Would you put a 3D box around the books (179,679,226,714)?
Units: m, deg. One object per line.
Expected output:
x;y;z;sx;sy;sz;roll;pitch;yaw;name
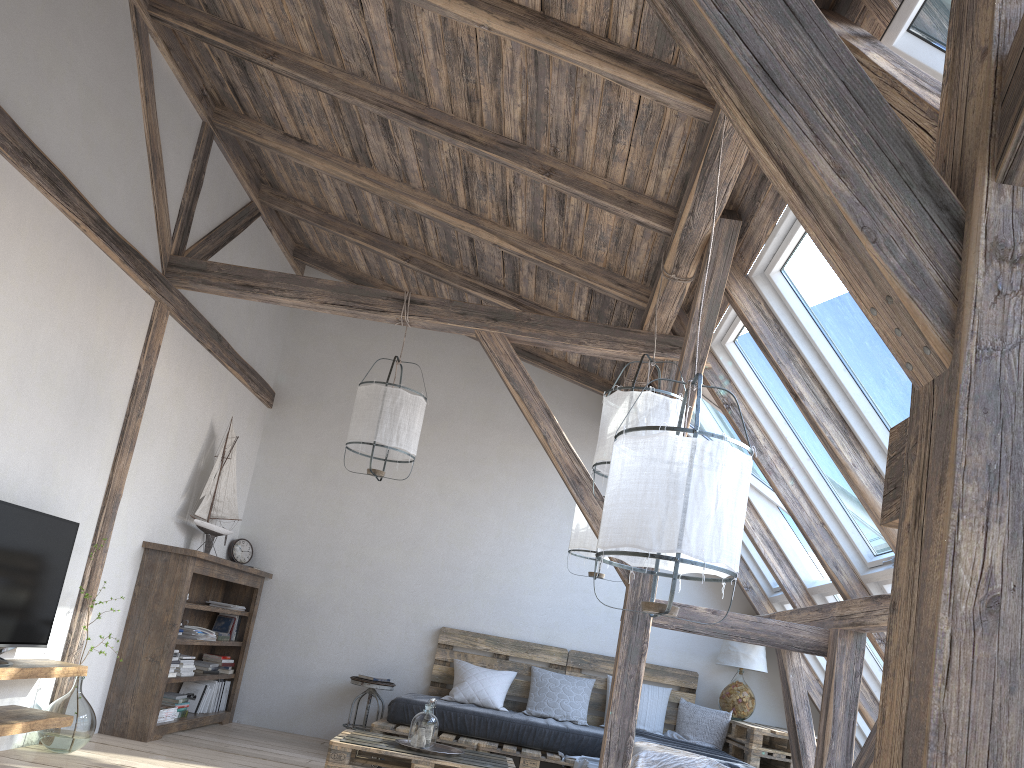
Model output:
-2.276;2.263;6.436;0.201;0.242;0.423;9;-15;4;books

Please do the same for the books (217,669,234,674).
-2.227;2.155;6.642;0.219;0.030;0.166;11;-17;-4;books

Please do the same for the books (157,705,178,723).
-2.290;2.078;5.574;0.237;0.086;0.326;9;-16;3;books

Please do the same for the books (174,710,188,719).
-2.300;2.202;5.904;0.173;0.037;0.229;9;-17;3;books

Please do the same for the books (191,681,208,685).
-2.294;2.242;6.312;0.157;0.201;0.110;10;-12;3;books

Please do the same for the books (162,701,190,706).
-2.300;2.139;5.926;0.173;0.013;0.237;8;-17;6;books

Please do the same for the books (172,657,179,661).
-2.225;1.728;5.571;0.157;0.021;0.225;11;-17;-1;books

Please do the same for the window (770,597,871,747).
2.353;2.097;6.014;1.095;1.246;0.878;10;-12;3;window

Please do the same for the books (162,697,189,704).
-2.298;2.121;5.929;0.174;0.024;0.227;11;-17;-1;books

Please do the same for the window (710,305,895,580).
1.546;0.253;4.458;1.095;1.246;0.878;10;-12;3;window

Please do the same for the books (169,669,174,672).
-2.252;1.798;5.553;0.157;0.021;0.225;9;-17;3;books

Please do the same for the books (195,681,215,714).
-2.259;2.259;6.356;0.157;0.207;0.092;10;-11;3;books

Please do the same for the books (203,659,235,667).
-2.219;2.109;6.655;0.161;0.026;0.209;7;-17;11;books

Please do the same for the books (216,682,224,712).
-2.249;2.320;6.563;0.157;0.215;0.017;10;-10;3;books

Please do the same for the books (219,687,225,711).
-2.252;2.361;6.642;0.139;0.181;0.019;10;-10;3;books

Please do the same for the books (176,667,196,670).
-2.235;1.889;5.877;0.157;0.017;0.226;8;-17;8;books

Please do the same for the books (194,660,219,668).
-2.240;2.037;6.399;0.152;0.023;0.234;10;-17;0;books

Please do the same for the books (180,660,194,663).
-2.250;1.841;5.888;0.157;0.017;0.226;8;-17;8;books

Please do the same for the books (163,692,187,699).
-2.291;2.102;5.939;0.132;0.020;0.205;9;-17;3;books

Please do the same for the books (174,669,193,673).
-2.240;1.899;5.857;0.157;0.017;0.226;9;-17;3;books

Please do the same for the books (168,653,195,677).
-2.248;1.810;5.723;0.206;0.147;0.564;9;-16;3;books

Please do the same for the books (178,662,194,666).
-2.226;1.859;5.876;0.139;0.018;0.190;9;-17;3;books

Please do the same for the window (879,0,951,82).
1.546;-0.574;1.741;1.404;1.246;0.878;10;-12;3;window

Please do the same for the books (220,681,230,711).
-2.249;2.358;6.687;0.157;0.214;0.022;10;-10;3;books

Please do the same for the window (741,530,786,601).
1.579;0.810;6.268;1.095;1.246;0.878;10;-12;3;window

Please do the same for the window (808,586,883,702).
2.337;1.819;5.109;1.095;1.246;0.878;10;-12;3;window

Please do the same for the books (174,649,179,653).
-2.212;1.682;5.572;0.139;0.018;0.190;9;-17;3;books

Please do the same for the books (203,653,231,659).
-2.237;2.065;6.673;0.142;0.019;0.207;9;-17;3;books

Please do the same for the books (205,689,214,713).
-2.257;2.284;6.388;0.139;0.179;0.067;10;-11;3;books

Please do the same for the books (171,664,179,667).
-2.226;1.765;5.554;0.157;0.017;0.226;8;-17;8;books

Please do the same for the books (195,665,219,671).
-2.244;2.058;6.393;0.159;0.022;0.217;9;-17;3;books

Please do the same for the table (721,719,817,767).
1.847;2.782;6.172;0.674;0.684;1.046;9;-15;4;table

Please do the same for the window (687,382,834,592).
1.608;0.539;5.361;1.348;1.246;0.878;10;-12;3;window

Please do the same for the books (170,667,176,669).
-2.244;1.782;5.562;0.157;0.017;0.226;9;-17;3;books

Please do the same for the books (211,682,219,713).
-2.251;2.286;6.453;0.157;0.215;0.017;10;-10;3;books

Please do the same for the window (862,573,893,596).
2.320;1.540;4.204;1.095;1.246;0.878;10;-12;3;window

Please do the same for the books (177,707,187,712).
-2.294;2.175;5.910;0.158;0.021;0.231;10;-17;-1;books

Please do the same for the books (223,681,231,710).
-2.247;2.367;6.715;0.157;0.215;0.037;10;-10;3;books

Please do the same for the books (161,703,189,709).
-2.290;2.155;5.914;0.157;0.021;0.231;9;-17;4;books

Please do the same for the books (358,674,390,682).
-1.039;2.218;6.633;0.149;0.021;0.211;0;-19;31;books

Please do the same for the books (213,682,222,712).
-2.256;2.307;6.523;0.157;0.214;0.022;10;-10;3;books

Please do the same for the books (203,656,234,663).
-2.221;2.083;6.652;0.157;0.021;0.225;8;-17;7;books

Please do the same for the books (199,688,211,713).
-2.264;2.265;6.320;0.139;0.171;0.097;10;-12;3;books

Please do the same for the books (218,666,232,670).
-2.229;2.128;6.641;0.205;0.021;0.153;12;-17;-7;books

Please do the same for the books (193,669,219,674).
-2.247;2.078;6.381;0.151;0.023;0.235;7;-17;12;books

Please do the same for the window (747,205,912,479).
1.530;-0.025;3.553;1.095;1.246;0.878;10;-12;3;window
